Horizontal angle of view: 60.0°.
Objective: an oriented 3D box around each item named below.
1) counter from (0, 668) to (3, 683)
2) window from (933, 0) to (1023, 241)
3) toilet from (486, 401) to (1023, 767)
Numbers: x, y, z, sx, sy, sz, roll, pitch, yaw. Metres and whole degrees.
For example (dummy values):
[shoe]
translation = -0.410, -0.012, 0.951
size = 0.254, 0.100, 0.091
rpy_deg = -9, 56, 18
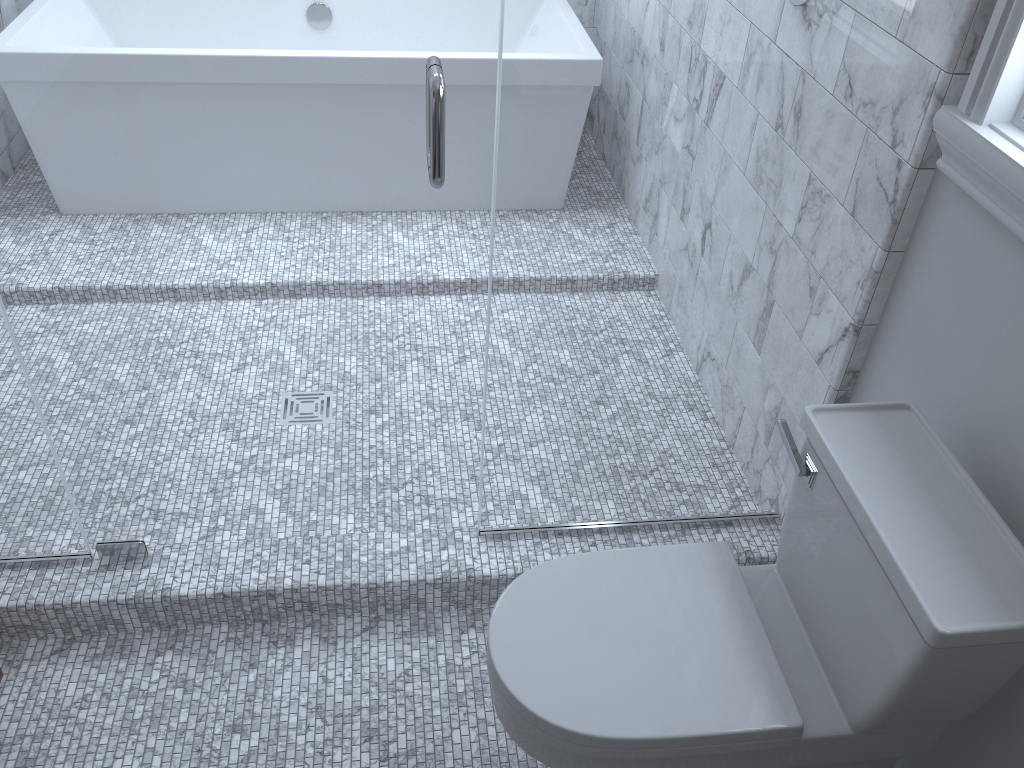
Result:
[counter]
translation = -1.188, 0.664, 0.876
size = 0.638, 0.983, 1.657
rpy_deg = -2, 39, -8
[window]
translation = 0.850, -0.551, 0.713
size = 0.149, 1.248, 1.040
rpy_deg = -2, 39, -8
[toilet]
translation = 0.313, 0.449, 1.489
size = 0.722, 0.727, 0.490
rpy_deg = -2, 39, -8
